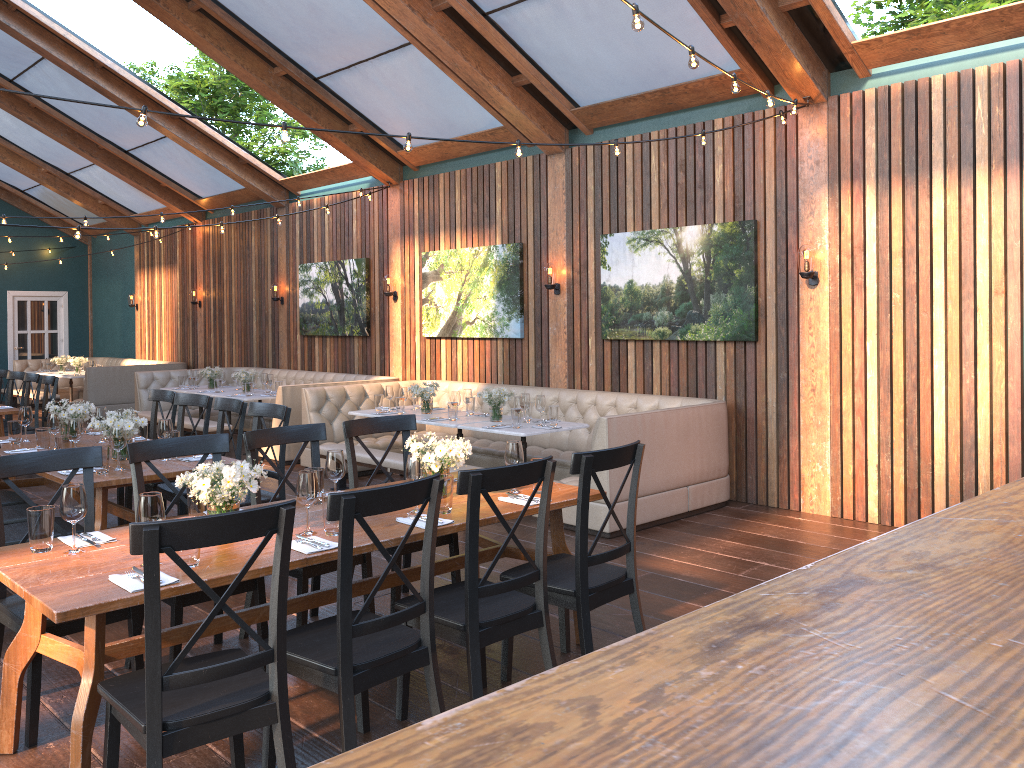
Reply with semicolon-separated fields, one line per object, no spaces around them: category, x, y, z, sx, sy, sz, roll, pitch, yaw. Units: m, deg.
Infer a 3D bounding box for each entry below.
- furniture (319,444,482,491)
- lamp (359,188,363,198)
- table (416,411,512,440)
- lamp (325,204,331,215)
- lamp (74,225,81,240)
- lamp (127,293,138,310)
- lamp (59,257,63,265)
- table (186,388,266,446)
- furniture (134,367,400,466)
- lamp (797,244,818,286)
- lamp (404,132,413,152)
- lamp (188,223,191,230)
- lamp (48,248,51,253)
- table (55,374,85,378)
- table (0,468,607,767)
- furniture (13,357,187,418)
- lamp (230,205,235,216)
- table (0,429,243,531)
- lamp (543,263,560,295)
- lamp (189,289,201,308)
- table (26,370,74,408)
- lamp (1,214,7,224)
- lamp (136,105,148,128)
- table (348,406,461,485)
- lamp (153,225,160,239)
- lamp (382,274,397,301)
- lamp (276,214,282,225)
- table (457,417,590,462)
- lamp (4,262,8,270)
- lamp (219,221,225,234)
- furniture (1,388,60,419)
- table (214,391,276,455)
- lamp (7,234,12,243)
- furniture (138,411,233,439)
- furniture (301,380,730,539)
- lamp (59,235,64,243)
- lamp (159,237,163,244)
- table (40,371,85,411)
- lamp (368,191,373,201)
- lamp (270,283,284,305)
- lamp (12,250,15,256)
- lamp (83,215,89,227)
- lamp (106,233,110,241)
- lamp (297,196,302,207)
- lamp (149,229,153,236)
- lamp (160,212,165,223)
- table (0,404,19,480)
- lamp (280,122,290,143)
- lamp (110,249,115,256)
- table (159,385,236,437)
furniture;-0.951;0.811;7.486;0.313;0.399;2.330;-2;4;-44
lamp;-1.825;-2.311;10.707;0.056;0.121;0.056;-1;1;-22
table;-0.466;0.635;7.949;0.800;0.671;0.799;-3;4;-43
lamp;-2.064;-1.959;9.917;0.060;0.119;0.056;-1;1;-21
lamp;-3.605;-1.259;7.343;0.056;0.120;0.056;-1;1;-25
lamp;-7.202;-1.566;16.794;0.178;0.320;0.146;-2;2;-44
lamp;-7.163;-1.956;14.042;0.056;0.121;0.056;0;1;24
table;-3.587;0.424;11.218;0.800;0.671;0.799;-3;4;-43
furniture;-3.269;0.304;11.520;1.712;0.858;4.161;-4;5;-43
lamp;2.291;-0.923;6.848;0.178;0.320;0.146;-2;2;-44
lamp;-0.643;-1.495;5.479;0.059;0.119;0.056;0;1;26
lamp;-5.357;-2.611;14.705;0.056;0.120;0.056;-1;1;-15
lamp;-9.487;-2.739;18.167;0.056;0.121;0.056;0;1;29
table;-7.209;0.178;15.013;0.800;0.671;0.799;-3;4;-45
table;-0.751;0.925;3.716;2.434;0.729;0.951;-4;5;-44
furniture;-7.440;0.022;15.889;1.712;0.858;4.161;-4;5;-43
lamp;-3.191;-1.982;10.104;0.056;0.118;0.063;0;2;40
table;-2.724;0.794;5.746;0.951;0.729;2.433;-3;5;-44
lamp;0.392;-1.052;8.838;0.178;0.320;0.146;-2;2;-44
lamp;-5.304;-1.438;14.805;0.178;0.320;0.146;-2;2;-44
table;-8.336;0.102;16.194;0.800;0.671;0.799;-3;4;-44
lamp;-5.228;-1.689;9.104;0.056;0.121;0.056;-1;1;-29
lamp;-2.005;-1.448;4.787;0.056;0.120;0.057;0;1;40
table;-1.030;0.597;8.539;0.800;0.671;0.799;-3;4;-45
lamp;-3.213;-1.374;7.995;0.056;0.121;0.056;0;1;34
lamp;-1.496;-1.180;10.816;0.178;0.320;0.146;-2;2;-44
lamp;-2.447;-1.724;9.287;0.071;0.116;0.056;-1;1;-21
table;0.097;0.673;7.358;0.800;0.671;0.799;-3;4;-44
lamp;-7.860;-1.829;13.741;0.056;0.121;0.056;0;1;23
lamp;-2.830;-1.529;8.645;0.056;0.120;0.056;-1;1;-16
furniture;-8.264;0.316;15.149;0.313;0.399;2.330;-2;4;-44
table;-3.023;0.462;10.628;0.800;0.671;0.799;-3;4;-44
lamp;-6.873;-1.988;12.106;0.060;0.119;0.056;-1;1;-20
furniture;-4.071;0.600;10.755;0.313;0.399;2.330;-2;4;-44
furniture;-0.146;0.516;8.248;1.712;0.858;4.161;-4;5;-43
lamp;-6.495;-2.096;12.757;0.068;0.117;0.056;1;2;43
lamp;-5.818;-2.381;14.637;0.074;0.115;0.056;-2;2;-38
table;-7.773;0.140;15.604;0.800;0.671;0.799;-3;4;-43
lamp;-1.691;-2.234;10.536;0.056;0.119;0.062;0;1;29
lamp;-3.408;-1.309;12.819;0.178;0.320;0.146;-2;2;-44
lamp;-9.874;-2.590;17.522;0.056;0.120;0.056;-1;1;-22
lamp;-4.559;-1.741;9.456;0.056;0.117;0.067;0;1;10
lamp;-6.126;-2.235;13.420;0.056;0.121;0.056;0;1;28
lamp;-2.501;-2.145;10.405;0.056;0.120;0.056;-1;1;-1
lamp;-5.731;-2.404;14.056;0.064;0.118;0.056;-1;1;-35
lamp;-3.862;-1.838;9.776;0.056;0.121;0.056;-1;1;-23
table;-5.839;0.583;9.010;0.951;0.729;2.433;-3;5;-44
lamp;-1.316;-1.460;5.133;0.056;0.121;0.056;0;1;15
lamp;-6.477;-2.133;14.344;0.066;0.118;0.056;0;1;22
table;-4.150;0.386;11.808;0.800;0.671;0.799;-3;4;-45
